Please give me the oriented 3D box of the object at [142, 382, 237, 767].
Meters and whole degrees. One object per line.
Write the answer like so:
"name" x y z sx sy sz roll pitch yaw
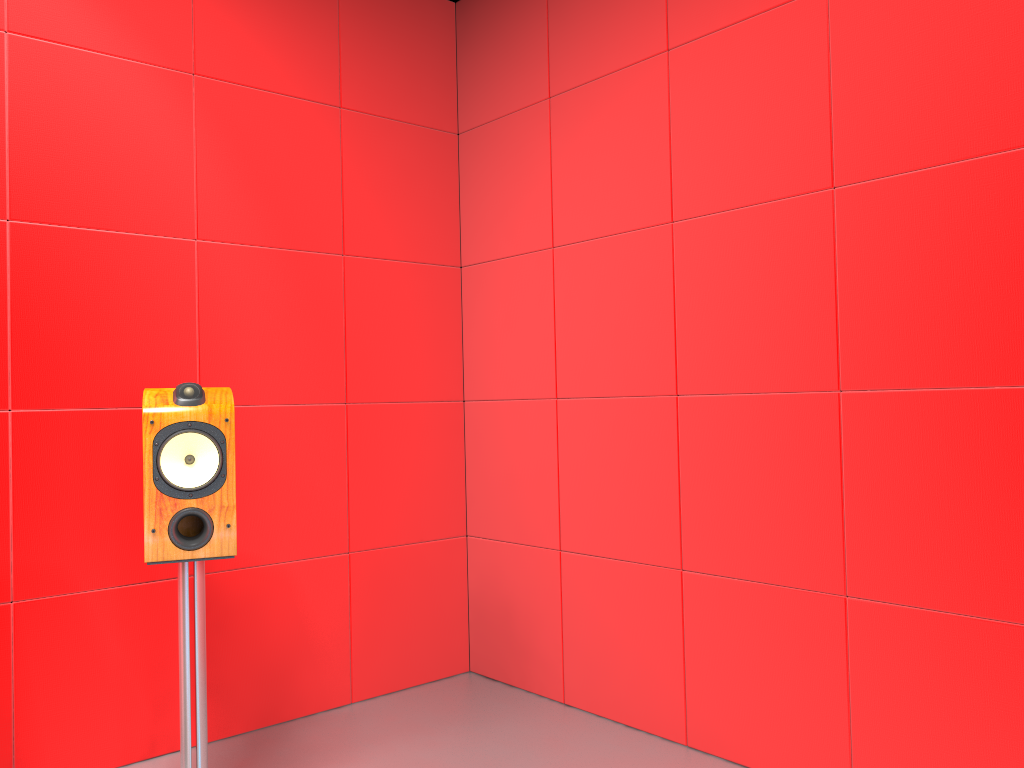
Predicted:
"object" -0.785 0.526 2.173 0.231 1.058 0.265 -1 -1 -21
